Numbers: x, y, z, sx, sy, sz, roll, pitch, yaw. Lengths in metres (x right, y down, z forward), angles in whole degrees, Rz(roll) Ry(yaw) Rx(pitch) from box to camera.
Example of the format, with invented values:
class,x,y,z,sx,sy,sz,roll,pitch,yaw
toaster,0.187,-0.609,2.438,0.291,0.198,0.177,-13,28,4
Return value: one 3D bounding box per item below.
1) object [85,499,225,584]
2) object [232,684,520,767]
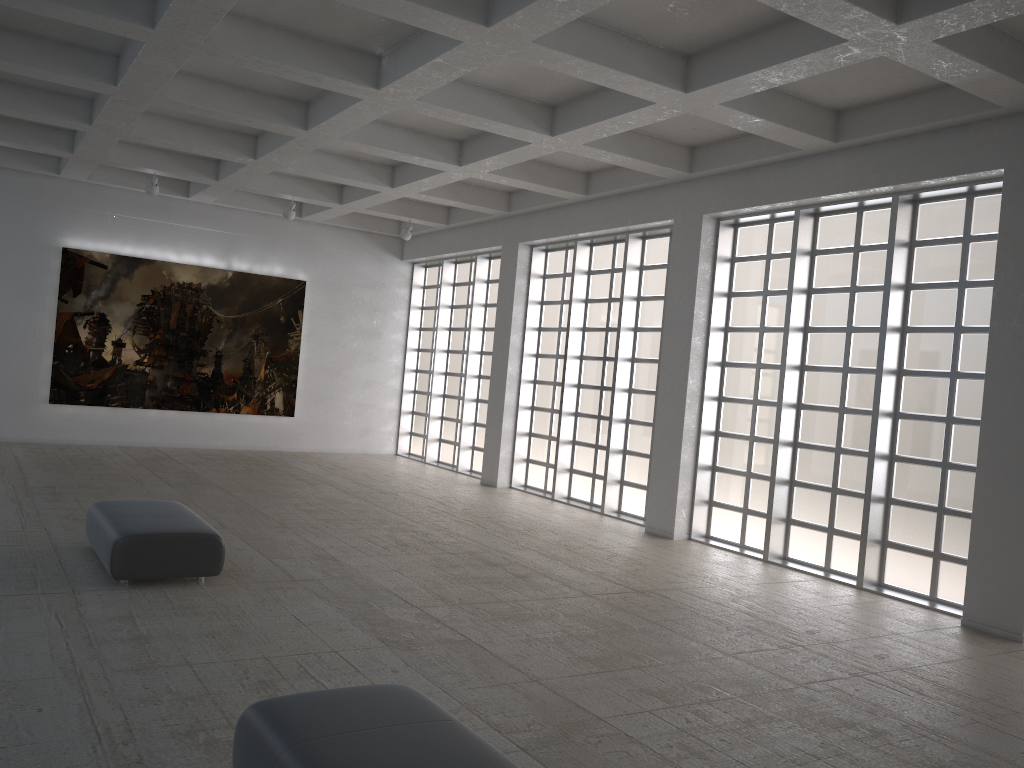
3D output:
class,x,y,z,sx,sy,sz,roll,pitch,yaw
object,-5.754,2.455,14.139,1.616,0.828,3.044,5,0,-32
object,-0.728,2.957,6.070,1.616,0.828,3.044,5,0,-32
